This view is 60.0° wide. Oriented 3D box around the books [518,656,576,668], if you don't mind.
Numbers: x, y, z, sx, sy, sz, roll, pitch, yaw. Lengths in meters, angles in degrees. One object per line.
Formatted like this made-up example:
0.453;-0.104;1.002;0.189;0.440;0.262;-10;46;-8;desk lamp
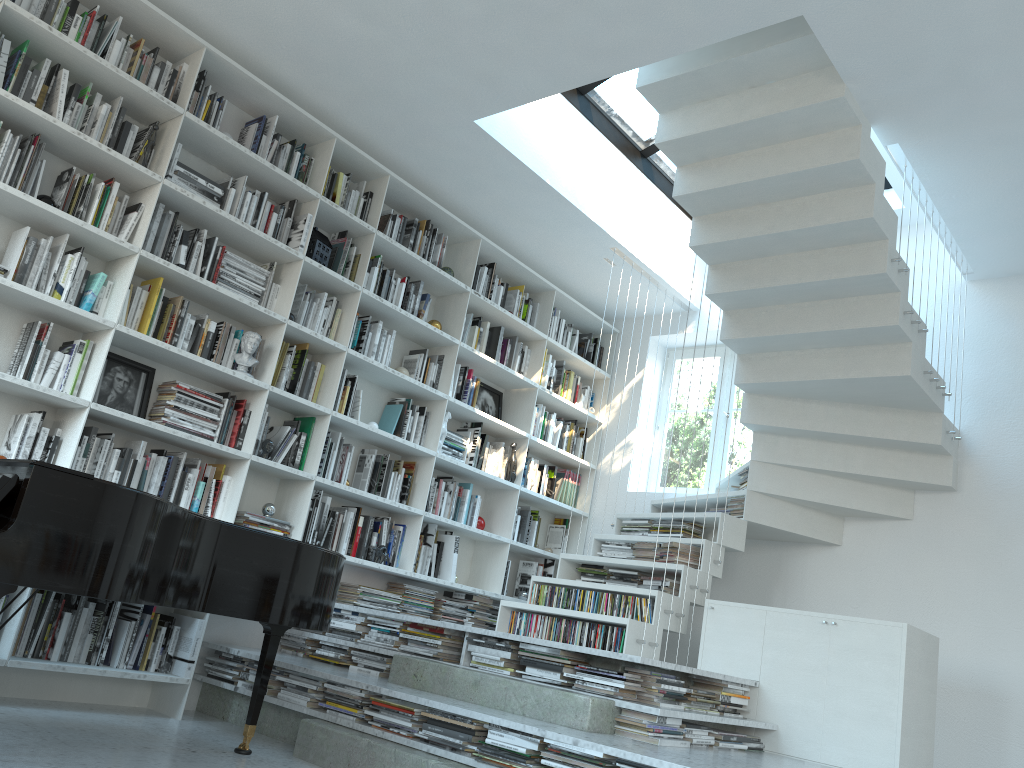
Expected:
0.180;1.218;3.869;0.250;0.009;0.187;-3;-21;40;books

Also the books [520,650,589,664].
0.187;1.194;3.879;0.260;0.007;0.172;-3;-21;38;books

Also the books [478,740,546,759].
0.026;1.343;3.253;0.260;0.007;0.172;-5;-22;43;books

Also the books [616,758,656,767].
0.493;1.249;2.872;0.256;0.014;0.192;-2;-20;36;books

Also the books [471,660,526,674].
-0.049;1.300;4.067;0.258;0.013;0.136;-3;-21;40;books

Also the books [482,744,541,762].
0.036;1.356;3.263;0.266;0.010;0.145;-3;-21;39;books

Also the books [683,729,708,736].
0.715;1.454;3.739;0.134;0.018;0.211;-5;-22;43;books

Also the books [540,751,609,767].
0.258;1.308;3.062;0.281;0.013;0.168;-1;-20;35;books

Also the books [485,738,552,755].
0.027;1.331;3.254;0.182;0.016;0.180;-2;-21;37;books

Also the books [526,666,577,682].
0.181;1.265;3.867;0.189;0.028;0.156;-4;-22;41;books

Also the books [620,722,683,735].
0.552;1.366;3.522;0.168;0.012;0.211;-5;-23;44;books

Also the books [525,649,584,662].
0.188;1.187;3.880;0.208;0.008;0.170;-5;-22;43;books

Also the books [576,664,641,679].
0.405;1.201;3.707;0.228;0.014;0.149;-2;-21;38;books

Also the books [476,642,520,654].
-0.042;1.218;4.080;0.208;0.017;0.145;-1;-20;35;books

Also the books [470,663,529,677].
-0.057;1.311;4.057;0.262;0.016;0.132;-6;-23;45;books

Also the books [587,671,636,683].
0.420;1.231;3.723;0.190;0.011;0.091;-3;-21;38;books

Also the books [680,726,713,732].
0.721;1.443;3.738;0.152;0.005;0.243;-4;-22;41;books

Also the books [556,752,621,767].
0.274;1.305;3.081;0.210;0.009;0.134;-5;-23;44;books

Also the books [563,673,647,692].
0.387;1.238;3.683;0.297;0.014;0.185;-3;-21;39;books

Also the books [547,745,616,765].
0.275;1.290;3.083;0.284;0.008;0.133;-2;-20;36;books

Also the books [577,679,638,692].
0.397;1.254;3.695;0.227;0.006;0.134;-5;-23;44;books

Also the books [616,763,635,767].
0.496;1.262;2.874;0.266;0.010;0.177;-2;-20;36;books

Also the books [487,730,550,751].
0.040;1.315;3.271;0.222;0.028;0.141;-1;-20;35;books

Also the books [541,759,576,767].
0.253;1.330;3.054;0.246;0.015;0.191;-4;-22;41;books

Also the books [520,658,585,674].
0.180;1.236;3.868;0.230;0.026;0.178;-3;-21;40;books

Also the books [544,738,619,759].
0.265;1.263;3.073;0.257;0.016;0.183;-5;-22;43;books

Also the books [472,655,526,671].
-0.057;1.277;4.060;0.192;0.024;0.168;-4;-22;41;books

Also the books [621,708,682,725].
0.557;1.327;3.534;0.157;0.025;0.234;-1;-20;35;books

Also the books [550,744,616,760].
0.263;1.275;3.070;0.196;0.010;0.178;-6;-23;45;books

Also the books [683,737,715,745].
0.726;1.482;3.717;0.169;0.019;0.233;-1;-20;35;books

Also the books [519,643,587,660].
0.182;1.168;3.874;0.238;0.022;0.189;-6;-23;45;books

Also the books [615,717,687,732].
0.551;1.355;3.528;0.159;0.012;0.293;-5;-22;43;books

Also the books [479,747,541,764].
0.019;1.359;3.243;0.215;0.013;0.190;-2;-21;38;books

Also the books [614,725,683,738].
0.544;1.380;3.522;0.159;0.008;0.286;-2;-21;38;books

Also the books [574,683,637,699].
0.385;1.273;3.679;0.212;0.014;0.161;-5;-23;44;books

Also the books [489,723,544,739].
0.045;1.282;3.278;0.215;0.014;0.157;-4;-22;42;books

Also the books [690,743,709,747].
0.712;1.498;3.722;0.152;0.015;0.208;-2;-21;38;books

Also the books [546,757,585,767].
0.269;1.324;3.074;0.292;0.007;0.131;-2;-20;36;books

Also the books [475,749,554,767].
0.021;1.371;3.244;0.267;0.008;0.181;-3;-21;39;books

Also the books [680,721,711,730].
0.721;1.434;3.742;0.149;0.013;0.220;-3;-21;39;books

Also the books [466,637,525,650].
-0.054;1.196;4.067;0.256;0.014;0.192;-2;-20;36;books

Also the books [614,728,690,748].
0.555;1.399;3.503;0.200;0.023;0.263;-2;-21;38;books

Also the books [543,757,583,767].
0.262;1.325;3.066;0.290;0.004;0.150;-5;-23;44;books

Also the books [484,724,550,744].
0.042;1.295;3.275;0.288;0.013;0.140;-6;-23;45;books

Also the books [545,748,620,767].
0.266;1.293;3.073;0.251;0.006;0.176;-3;-21;40;books

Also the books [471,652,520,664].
-0.060;1.255;4.057;0.187;0.015;0.178;-6;-23;45;books

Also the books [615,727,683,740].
0.543;1.386;3.520;0.164;0.006;0.265;-4;-22;41;books

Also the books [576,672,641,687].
0.404;1.234;3.704;0.242;0.012;0.137;-4;-22;41;books

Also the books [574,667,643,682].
0.405;1.213;3.706;0.269;0.009;0.132;-5;-23;44;books

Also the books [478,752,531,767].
0.023;1.381;3.247;0.275;0.009;0.159;-5;-22;43;books

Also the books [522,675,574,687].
0.174;1.294;3.858;0.231;0.020;0.142;-6;-23;45;books

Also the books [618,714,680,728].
0.543;1.344;3.539;0.132;0.010;0.258;-5;-23;44;books

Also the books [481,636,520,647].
-0.033;1.192;4.093;0.181;0.014;0.134;-6;-23;45;books

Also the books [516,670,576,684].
0.174;1.280;3.859;0.292;0.007;0.155;-5;-22;43;books

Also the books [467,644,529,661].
-0.053;1.236;4.066;0.250;0.029;0.175;-2;-21;38;books

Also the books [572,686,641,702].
0.393;1.289;3.687;0.249;0.009;0.144;-3;-21;40;books

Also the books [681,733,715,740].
0.721;1.467;3.728;0.158;0.012;0.273;-2;-21;38;books

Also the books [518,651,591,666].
0.184;1.203;3.875;0.281;0.013;0.168;-2;-21;37;books

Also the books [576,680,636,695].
0.391;1.261;3.687;0.208;0.015;0.153;-2;-21;37;books
